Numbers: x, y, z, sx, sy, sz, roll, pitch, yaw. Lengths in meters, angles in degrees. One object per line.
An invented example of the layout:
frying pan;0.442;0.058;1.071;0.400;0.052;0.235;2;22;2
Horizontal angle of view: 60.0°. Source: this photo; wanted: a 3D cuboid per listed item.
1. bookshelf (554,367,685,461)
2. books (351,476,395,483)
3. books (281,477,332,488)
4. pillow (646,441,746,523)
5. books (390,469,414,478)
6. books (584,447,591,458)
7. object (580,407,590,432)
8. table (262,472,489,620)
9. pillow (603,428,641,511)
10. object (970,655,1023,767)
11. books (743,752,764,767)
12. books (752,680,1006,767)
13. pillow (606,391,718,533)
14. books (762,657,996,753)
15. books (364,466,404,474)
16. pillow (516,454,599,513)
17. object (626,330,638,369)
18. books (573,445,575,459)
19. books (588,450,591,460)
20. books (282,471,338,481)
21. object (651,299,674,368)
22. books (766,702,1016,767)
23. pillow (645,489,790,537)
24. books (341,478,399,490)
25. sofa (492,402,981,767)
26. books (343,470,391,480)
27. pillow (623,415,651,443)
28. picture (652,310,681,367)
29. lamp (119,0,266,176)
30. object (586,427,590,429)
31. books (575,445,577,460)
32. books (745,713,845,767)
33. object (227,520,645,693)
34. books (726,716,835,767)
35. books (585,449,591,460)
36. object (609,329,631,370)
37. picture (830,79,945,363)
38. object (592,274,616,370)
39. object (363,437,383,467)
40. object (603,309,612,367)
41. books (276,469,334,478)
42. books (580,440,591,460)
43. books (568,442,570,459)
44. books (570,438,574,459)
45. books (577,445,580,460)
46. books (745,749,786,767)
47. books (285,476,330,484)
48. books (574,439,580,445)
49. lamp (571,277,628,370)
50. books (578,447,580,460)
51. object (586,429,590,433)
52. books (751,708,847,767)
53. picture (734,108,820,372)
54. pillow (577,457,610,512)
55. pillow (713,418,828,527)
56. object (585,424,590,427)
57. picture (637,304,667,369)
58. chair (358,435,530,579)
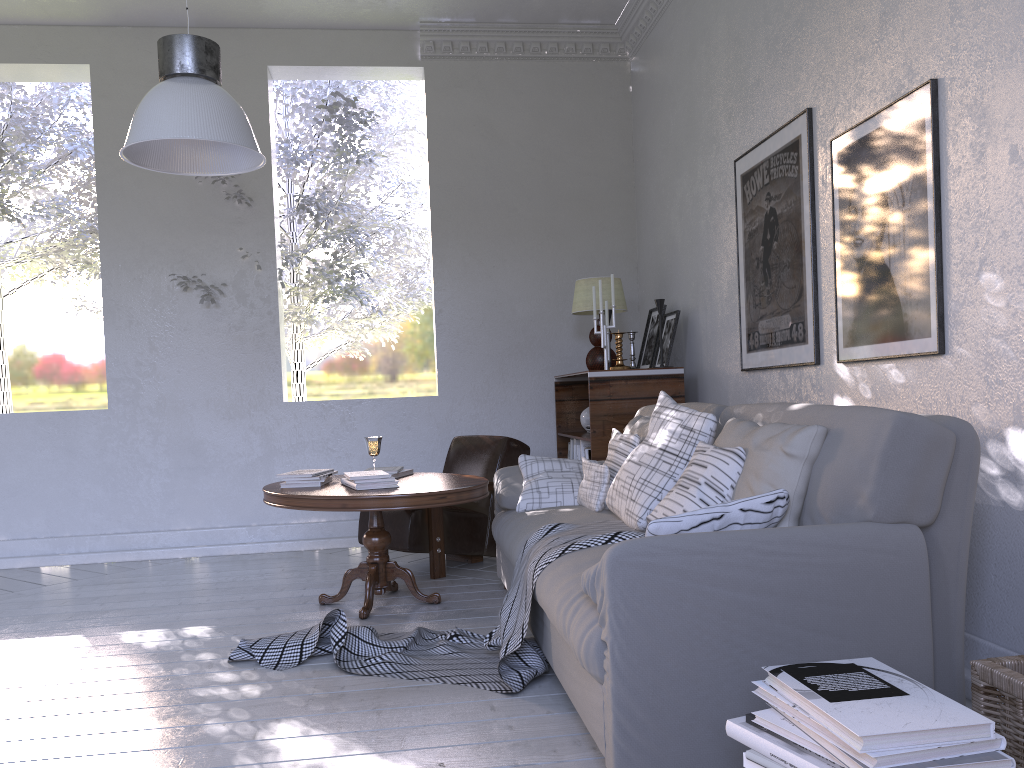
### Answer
bookshelf;0.473;0.346;4.019;0.400;0.801;0.799;-3;0;-7
books;-0.485;0.321;3.034;0.135;0.010;0.240;-2;-1;-16
books;-0.741;0.355;3.201;0.141;0.015;0.222;-2;-1;-1
pillow;0.426;0.268;2.060;0.154;0.257;0.312;-2;0;-8
books;-0.482;0.344;3.379;0.147;0.018;0.231;-3;-1;14
books;0.386;0.375;3.823;0.129;0.210;0.074;-2;1;-7
object;0.388;0.161;4.301;0.111;0.147;0.122;-2;1;-10
table;-0.481;0.567;3.160;0.737;0.432;0.950;-2;0;-37
pillow;0.336;0.281;2.838;0.129;0.269;0.310;-2;0;-4
object;0.888;0.565;1.299;0.276;0.271;0.275;-2;0;-7
books;0.468;0.536;1.191;0.174;0.021;0.272;-2;-1;-23
books;0.473;0.438;1.184;0.183;0.016;0.288;-2;-1;-13
pillow;0.398;0.212;2.447;0.219;0.386;0.454;-2;0;-6
books;0.472;0.420;1.179;0.174;0.021;0.273;-2;-1;-8
books;-0.492;0.330;3.381;0.136;0.011;0.214;-2;-1;-1
pillow;0.164;0.350;3.093;0.310;0.206;0.215;-2;0;-1
object;0.513;-0.146;3.781;0.062;0.172;0.062;-3;2;-31
books;0.337;0.380;4.062;0.120;0.207;0.026;-3;2;-12
books;0.395;0.377;3.754;0.131;0.202;0.064;-2;1;-7
books;-0.727;0.331;3.203;0.134;0.010;0.241;-2;-1;4
object;0.621;-0.207;3.693;0.095;0.289;0.095;-2;1;15
books;0.482;0.454;1.170;0.182;0.016;0.288;-2;-1;-8
pillow;0.398;0.319;1.796;0.313;0.221;0.213;-2;0;-9
books;-0.489;0.338;3.042;0.149;0.021;0.279;-2;-1;-21
sofa;0.396;0.401;2.450;0.766;0.683;1.863;-2;-1;-7
books;-0.499;0.311;3.033;0.136;0.010;0.214;-2;-1;-16
pillow;0.421;0.255;2.828;0.151;0.313;0.490;-3;0;-7
picture;0.673;-0.187;3.878;0.080;0.252;0.202;-3;1;-7
lamp;-0.828;-0.870;2.269;0.354;0.583;0.355;-2;1;20
object;0.406;0.210;4.156;0.121;0.021;0.121;-3;-1;42
books;0.355;0.377;4.036;0.131;0.207;0.011;-2;2;-3
books;0.470;0.481;1.195;0.160;0.012;0.284;-2;-1;-23
object;-0.121;0.579;2.417;1.497;0.395;0.496;-3;0;23
books;0.461;0.501;1.193;0.176;0.025;0.330;-2;-1;-23
books;0.388;0.379;3.806;0.131;0.202;0.064;-2;1;-7
object;0.449;-0.144;3.711;0.096;0.172;0.096;-2;1;11
picture;0.961;-0.384;2.301;0.019;0.639;0.487;-3;1;-7
object;0.405;-0.265;3.870;0.101;0.424;0.101;-3;2;-24
object;-0.552;0.286;3.538;0.076;0.149;0.076;-3;1;-12
object;0.444;-0.195;4.051;0.095;0.289;0.095;-2;1;15
books;-0.743;0.321;3.190;0.136;0.011;0.216;-3;-1;9
books;0.368;0.360;3.904;0.126;0.237;0.018;-2;2;-3
books;0.348;0.382;4.300;0.161;0.210;0.127;-2;1;-7
books;0.360;0.367;4.197;0.172;0.236;0.112;-2;1;-7
books;0.363;0.377;4.025;0.131;0.207;0.011;-2;2;-3
books;0.461;0.519;1.181;0.161;0.013;0.253;-2;-1;-28
books;-0.734;0.341;3.195;0.136;0.010;0.214;-2;-1;-6
books;0.375;0.362;4.109;0.174;0.243;0.105;-2;1;-7
lamp;0.419;-0.272;4.220;0.268;0.447;0.267;-3;1;-33
books;0.364;0.382;4.012;0.125;0.196;0.015;-2;2;-3
object;0.407;0.220;4.157;0.121;0.021;0.121;-3;-1;42
books;0.465;0.468;1.179;0.161;0.012;0.253;-2;-1;-23
picture;0.874;-0.438;2.963;0.019;0.774;0.589;-3;1;-7
pillow;0.261;0.322;2.828;0.070;0.167;0.284;-3;0;-10
pillow;0.529;0.237;1.978;0.151;0.313;0.490;-3;0;-8
object;0.406;0.200;4.159;0.121;0.024;0.121;-2;-1;-3
picture;0.646;-0.207;4.122;0.095;0.301;0.231;-3;1;-7
chair;-0.287;0.512;3.859;0.704;0.554;0.496;-2;0;-42
